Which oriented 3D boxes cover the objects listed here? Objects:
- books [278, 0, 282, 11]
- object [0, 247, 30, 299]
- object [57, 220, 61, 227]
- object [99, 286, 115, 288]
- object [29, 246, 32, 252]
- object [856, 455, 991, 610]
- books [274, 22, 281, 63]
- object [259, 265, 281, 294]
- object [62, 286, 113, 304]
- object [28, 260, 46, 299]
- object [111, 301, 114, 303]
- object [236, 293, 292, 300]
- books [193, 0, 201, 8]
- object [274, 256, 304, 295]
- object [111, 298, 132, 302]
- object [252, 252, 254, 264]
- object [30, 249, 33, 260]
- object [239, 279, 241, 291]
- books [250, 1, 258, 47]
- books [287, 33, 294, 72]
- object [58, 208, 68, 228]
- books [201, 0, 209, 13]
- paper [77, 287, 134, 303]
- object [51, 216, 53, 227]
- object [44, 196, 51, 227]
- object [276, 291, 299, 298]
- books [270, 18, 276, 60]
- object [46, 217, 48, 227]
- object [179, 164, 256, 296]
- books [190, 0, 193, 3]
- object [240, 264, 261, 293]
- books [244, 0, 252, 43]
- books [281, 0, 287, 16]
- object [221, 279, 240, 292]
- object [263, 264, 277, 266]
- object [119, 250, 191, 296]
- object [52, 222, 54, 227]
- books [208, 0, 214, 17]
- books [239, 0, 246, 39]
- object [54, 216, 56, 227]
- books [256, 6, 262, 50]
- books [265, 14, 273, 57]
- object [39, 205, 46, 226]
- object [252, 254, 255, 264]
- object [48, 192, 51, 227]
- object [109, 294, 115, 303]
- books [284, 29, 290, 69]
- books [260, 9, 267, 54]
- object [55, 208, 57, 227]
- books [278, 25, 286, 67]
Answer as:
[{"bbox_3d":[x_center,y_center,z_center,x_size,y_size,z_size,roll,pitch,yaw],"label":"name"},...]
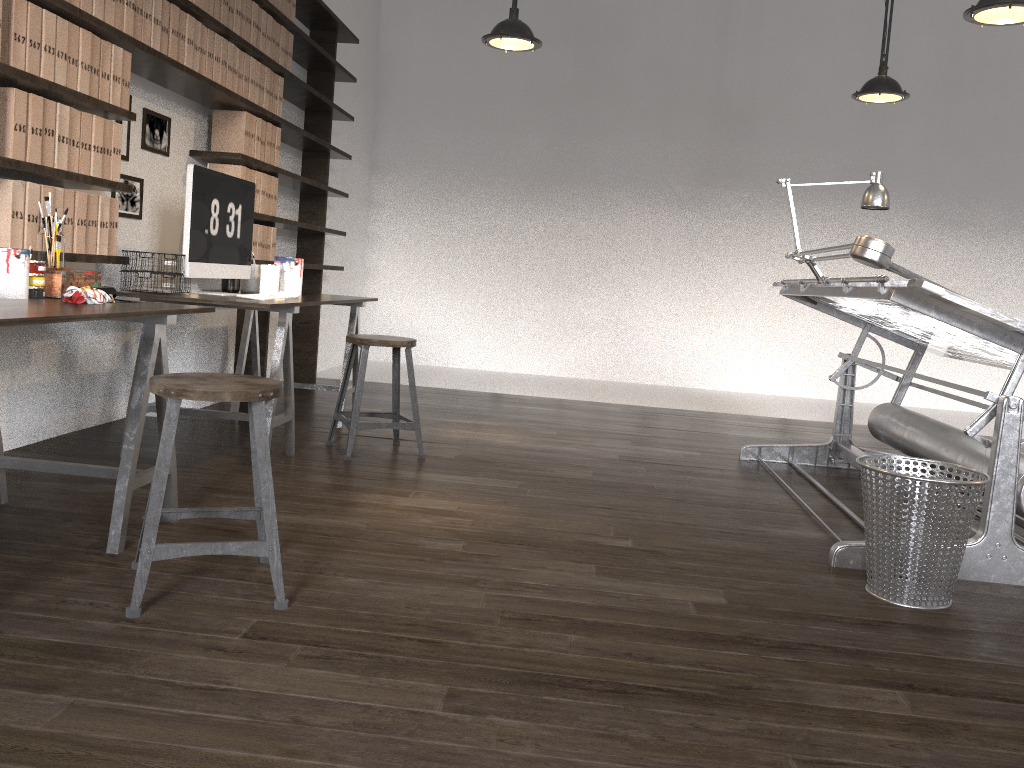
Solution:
[{"bbox_3d":[-1.337,-2.128,4.795,0.174,0.225,0.067,5,4,5],"label":"books"},{"bbox_3d":[-1.415,-0.311,2.486,0.104,0.141,0.105,5,5,12],"label":"object"},{"bbox_3d":[-1.389,-0.427,2.690,0.033,0.147,0.005,1,5,-42],"label":"object"},{"bbox_3d":[-1.285,-0.290,2.806,0.049,0.037,0.049,5,6,8],"label":"object"},{"bbox_3d":[-1.424,-0.333,2.604,0.005,0.147,0.033,5,4,4],"label":"object"},{"bbox_3d":[1.159,0.425,2.548,0.354,0.376,0.353,7,6,26],"label":"object"},{"bbox_3d":[-1.360,-1.854,4.820,0.174,0.225,0.067,5,4,5],"label":"books"},{"bbox_3d":[-1.172,-0.503,4.289,0.095,0.144,0.095,7,5,31],"label":"object"},{"bbox_3d":[-1.223,-0.259,2.557,0.132,0.050,0.198,2,7,-24],"label":"object"},{"bbox_3d":[-1.371,-0.301,2.550,0.049,0.111,0.050,5,4,8],"label":"object"},{"bbox_3d":[-1.211,-0.250,2.660,0.008,0.006,0.119,0,8,-36],"label":"object"},{"bbox_3d":[-1.053,-0.372,3.790,0.118,0.017,0.441,4,7,0],"label":"object"},{"bbox_3d":[-1.442,-1.746,3.842,0.174,0.225,0.067,5,4,5],"label":"books"},{"bbox_3d":[-1.127,-0.539,4.454,0.145,0.195,0.144,2,5,-23],"label":"object"},{"bbox_3d":[-1.200,-0.255,2.660,0.157,0.006,0.006,8,6,25],"label":"object"},{"bbox_3d":[-1.290,-0.560,4.438,0.045,0.204,0.007,3,4,-14],"label":"object"},{"bbox_3d":[-1.420,-0.332,2.595,0.005,0.130,0.040,5,4,3],"label":"object"},{"bbox_3d":[-1.364,-0.528,4.372,0.095,0.144,0.095,6,5,22],"label":"object"},{"bbox_3d":[-1.384,-1.816,4.479,0.174,0.225,0.067,5,4,5],"label":"books"},{"bbox_3d":[-1.338,-1.876,5.018,0.174,0.225,0.067,5,4,5],"label":"books"},{"bbox_3d":[-1.385,-0.445,2.681,0.071,0.185,0.008,1,5,-43],"label":"object"},{"bbox_3d":[-1.435,-1.754,3.914,0.174,0.225,0.067,5,4,5],"label":"books"},{"bbox_3d":[-1.233,-0.271,2.690,0.138,0.038,0.155,7,7,19],"label":"paper"},{"bbox_3d":[-1.401,-0.431,2.691,0.006,0.156,0.005,2,4,-32],"label":"object"},{"bbox_3d":[-1.388,-0.455,2.662,0.007,0.213,0.055,5,4,11],"label":"object"},{"bbox_3d":[-1.038,-0.415,4.100,0.106,0.028,0.059,5,6,1],"label":"object"},{"bbox_3d":[-1.365,-1.847,4.751,0.174,0.225,0.067,5,4,5],"label":"books"},{"bbox_3d":[-1.404,-0.428,2.675,0.005,0.151,0.045,4,4,-13],"label":"object"},{"bbox_3d":[-1.284,-0.644,3.811,0.204,0.516,0.646,5,6,5],"label":"object"},{"bbox_3d":[-1.452,-1.738,3.771,0.174,0.225,0.067,5,4,5],"label":"books"},{"bbox_3d":[-1.274,-0.515,4.325,0.096,0.142,0.097,6,5,22],"label":"object"},{"bbox_3d":[-1.396,-1.809,4.413,0.174,0.225,0.067,5,4,5],"label":"books"},{"bbox_3d":[-1.331,-2.137,4.869,0.174,0.225,0.067,5,4,5],"label":"books"},{"bbox_3d":[-1.336,-0.504,4.214,0.091,0.142,0.097,3,5,-16],"label":"object"},{"bbox_3d":[-1.203,-0.516,4.379,0.068,0.154,0.068,3,4,-19],"label":"object"},{"bbox_3d":[-1.390,-0.435,3.471,0.203,0.160,0.285,4,6,-3],"label":"object"},{"bbox_3d":[-1.395,-0.425,2.692,0.011,0.135,0.005,6,4,25],"label":"object"},{"bbox_3d":[-1.434,-1.761,3.978,0.174,0.225,0.067,5,4,5],"label":"books"},{"bbox_3d":[-1.403,-1.802,4.342,0.174,0.225,0.067,5,4,5],"label":"books"},{"bbox_3d":[-1.382,-0.430,2.672,0.008,0.153,0.038,2,5,-36],"label":"object"},{"bbox_3d":[-1.383,-1.824,4.546,0.174,0.225,0.067,5,4,5],"label":"books"},{"bbox_3d":[-1.367,-1.839,4.680,0.174,0.225,0.067,5,4,5],"label":"books"},{"bbox_3d":[-1.401,-0.446,2.672,0.053,0.181,0.006,1,5,-42],"label":"object"},{"bbox_3d":[-1.276,-0.559,4.435,0.055,0.179,0.007,3,4,-13],"label":"object"},{"bbox_3d":[-1.401,-0.466,2.682,0.020,0.227,0.007,7,5,36],"label":"object"},{"bbox_3d":[-1.205,-0.259,2.666,0.011,0.017,0.172,2,7,-27],"label":"object"},{"bbox_3d":[-1.346,-1.869,4.956,0.174,0.225,0.067,5,4,5],"label":"books"},{"bbox_3d":[-1.376,-1.831,4.609,0.174,0.225,0.067,5,4,5],"label":"books"},{"bbox_3d":[-1.378,-0.440,2.680,0.021,0.179,0.005,6,4,24],"label":"object"},{"bbox_3d":[-1.347,-1.861,4.889,0.174,0.225,0.067,5,4,5],"label":"books"}]
